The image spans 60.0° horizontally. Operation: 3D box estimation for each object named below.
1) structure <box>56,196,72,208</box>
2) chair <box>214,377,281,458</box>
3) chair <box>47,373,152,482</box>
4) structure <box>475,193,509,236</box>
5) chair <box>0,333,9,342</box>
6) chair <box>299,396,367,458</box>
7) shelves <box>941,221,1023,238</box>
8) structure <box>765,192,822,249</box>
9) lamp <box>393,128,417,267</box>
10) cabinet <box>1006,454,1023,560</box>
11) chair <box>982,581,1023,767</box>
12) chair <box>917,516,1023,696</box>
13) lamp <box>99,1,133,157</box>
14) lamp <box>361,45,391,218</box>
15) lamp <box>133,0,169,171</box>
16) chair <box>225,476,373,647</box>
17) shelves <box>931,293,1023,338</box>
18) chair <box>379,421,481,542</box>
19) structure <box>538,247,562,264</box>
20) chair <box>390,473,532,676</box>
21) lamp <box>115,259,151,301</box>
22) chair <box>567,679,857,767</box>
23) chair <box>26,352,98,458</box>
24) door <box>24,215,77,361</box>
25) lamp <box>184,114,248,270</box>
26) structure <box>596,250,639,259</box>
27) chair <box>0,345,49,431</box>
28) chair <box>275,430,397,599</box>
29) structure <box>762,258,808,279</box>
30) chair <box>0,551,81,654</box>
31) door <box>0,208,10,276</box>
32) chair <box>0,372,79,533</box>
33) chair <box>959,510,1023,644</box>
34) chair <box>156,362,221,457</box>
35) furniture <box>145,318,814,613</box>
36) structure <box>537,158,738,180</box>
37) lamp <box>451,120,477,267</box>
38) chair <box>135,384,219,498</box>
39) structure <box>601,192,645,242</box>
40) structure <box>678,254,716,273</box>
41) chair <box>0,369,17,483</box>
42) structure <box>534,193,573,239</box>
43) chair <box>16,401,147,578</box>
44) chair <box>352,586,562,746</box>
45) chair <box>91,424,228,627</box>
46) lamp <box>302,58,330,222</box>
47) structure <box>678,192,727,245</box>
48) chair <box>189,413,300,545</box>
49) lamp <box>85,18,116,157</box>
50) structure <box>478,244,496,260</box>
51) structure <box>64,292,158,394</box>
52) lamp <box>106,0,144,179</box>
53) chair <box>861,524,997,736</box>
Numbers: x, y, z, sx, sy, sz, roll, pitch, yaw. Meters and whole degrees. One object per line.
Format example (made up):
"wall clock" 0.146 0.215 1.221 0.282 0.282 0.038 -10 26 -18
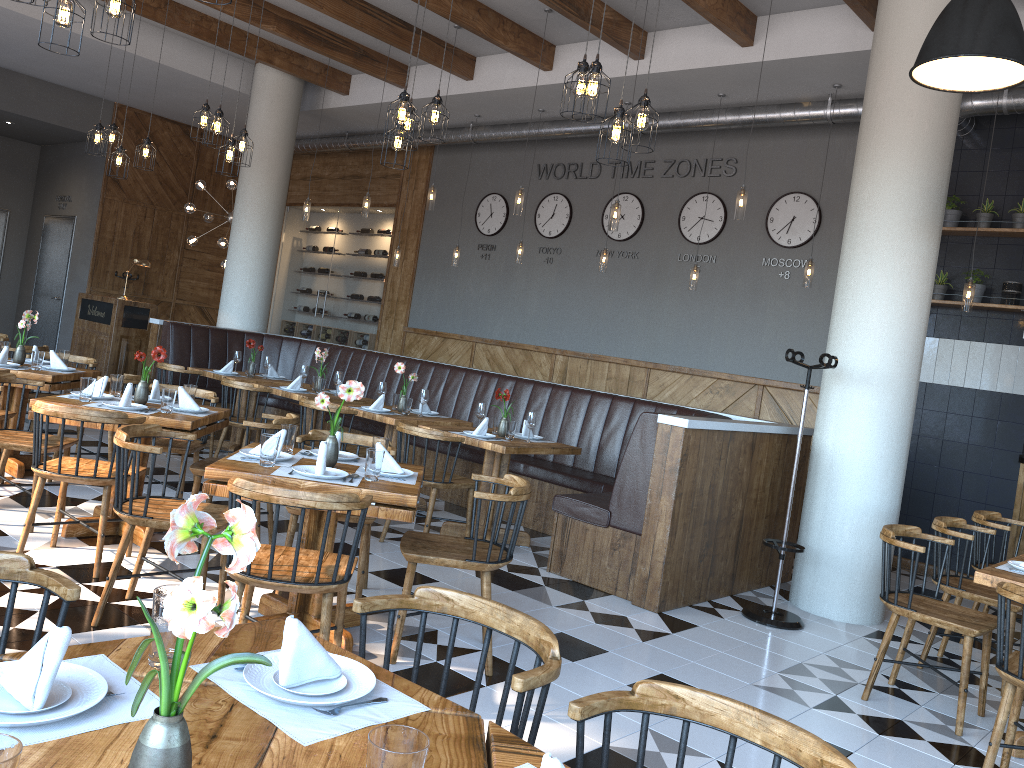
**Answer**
"structure" -6.916 -2.806 13.665 0.567 0.197 0.025 10 1 41
"chair" -2.184 0.383 7.381 0.521 0.817 0.548 9 1 41
"chair" -2.965 0.306 6.414 0.549 0.817 0.520 9 1 -4
"structure" -0.261 -2.186 11.437 0.562 0.560 0.046 10 1 41
"chair" -5.074 -0.088 8.267 0.519 0.817 0.550 9 1 -4
"chair" -1.364 0.537 6.656 0.521 0.817 0.548 9 1 41
"shelves" 3.986 -1.211 7.508 0.907 0.297 0.246 10 2 41
"structure" 2.776 -1.619 8.752 0.562 0.560 0.046 10 1 41
"lamp" -1.325 -2.455 11.202 0.078 1.964 0.078 9 0 -17
"cabinet" 7.005 1.634 6.289 6.014 1.165 3.019 11 3 41
"chair" 2.084 1.191 3.344 0.521 0.817 0.548 9 1 41
"chair" 2.575 1.201 4.903 0.551 0.817 0.518 9 1 41
"lamp" -3.770 -3.263 8.640 0.175 2.071 0.175 9 0 -5
"lamp" -1.414 -2.735 9.374 0.078 1.964 0.078 9 0 27
"lamp" -3.416 -3.106 8.581 0.174 2.071 0.175 9 0 -39
"chair" -0.833 0.754 3.319 0.519 0.817 0.550 9 1 -4
"shelves" 3.893 -0.588 7.507 0.907 0.297 0.246 10 2 41
"chair" -0.543 0.690 5.930 0.521 0.817 0.548 9 1 41
"structure" 0.445 -1.560 10.765 0.370 0.200 0.021 10 1 41
"chair" -0.240 0.815 4.006 0.549 0.817 0.520 9 1 -4
"lamp" -4.217 -1.029 9.822 0.170 0.756 0.444 9 1 16
"chair" 0.233 0.991 1.443 0.521 0.817 0.548 9 1 41
"chair" -3.643 0.179 7.015 0.519 0.817 0.550 9 1 -4
"door" -7.169 -1.424 13.679 1.210 2.394 0.114 9 0 41
"lamp" -3.811 -2.664 12.284 1.186 2.192 1.161 9 0 2
"structure" 1.200 -1.480 10.105 0.585 0.080 0.021 11 1 41
"chair" -4.373 0.043 7.659 0.549 0.817 0.520 9 1 -4
"chair" -0.919 0.688 4.606 0.519 0.817 0.550 9 1 -4
"structure" 2.709 -1.137 8.764 0.500 0.200 0.021 10 1 41
"chair" -1.110 0.782 1.638 0.551 0.817 0.518 9 1 41
"door" -8.628 -1.648 13.789 0.115 2.394 1.203 8 0 41
"chair" -2.852 0.377 5.104 0.549 0.817 0.520 9 1 -4
"chair" 3.140 1.259 5.556 0.551 0.817 0.518 9 1 41
"chair" -3.005 0.230 8.106 0.521 0.817 0.548 9 1 41
"furniture" -0.886 0.382 8.042 6.609 1.150 1.912 11 3 41
"structure" 1.325 -2.447 10.116 2.738 0.199 0.033 11 1 41
"lamp" -0.534 -2.366 10.510 0.078 1.964 0.078 9 0 27
"chair" -2.259 0.438 5.790 0.519 0.817 0.550 9 1 -4
"structure" 1.261 -1.902 10.091 0.562 0.560 0.046 10 1 41
"structure" 1.960 -1.277 9.426 0.444 0.200 0.021 10 1 41
"chair" -3.558 0.245 5.728 0.519 0.817 0.550 9 1 -4
"structure" 0.500 -2.044 10.764 0.562 0.560 0.046 10 1 41
"chair" -2.173 0.504 4.504 0.519 0.817 0.550 9 1 -4
"chair" -0.237 0.904 1.858 0.521 0.817 0.548 9 1 41
"chair" -1.512 0.627 3.920 0.549 0.817 0.520 9 1 -4
"lamp" -2.205 -2.824 10.066 0.078 1.964 0.078 9 0 -17
"structure" 2.022 -1.760 9.419 0.562 0.560 0.046 10 1 41
"chair" -1.580 0.564 5.190 0.549 0.817 0.520 9 1 -4
"lamp" -3.814 -3.203 8.435 0.175 2.071 0.175 9 0 -17
"structure" -0.333 -1.705 11.453 0.306 0.197 0.021 10 1 41
"structure" -4.494 -0.318 10.046 1.049 1.300 0.643 9 1 41
"lamp" -3.633 -3.002 8.486 0.175 2.071 0.175 9 0 -5
"chair" 2.011 1.143 4.250 0.551 0.817 0.518 9 1 41
